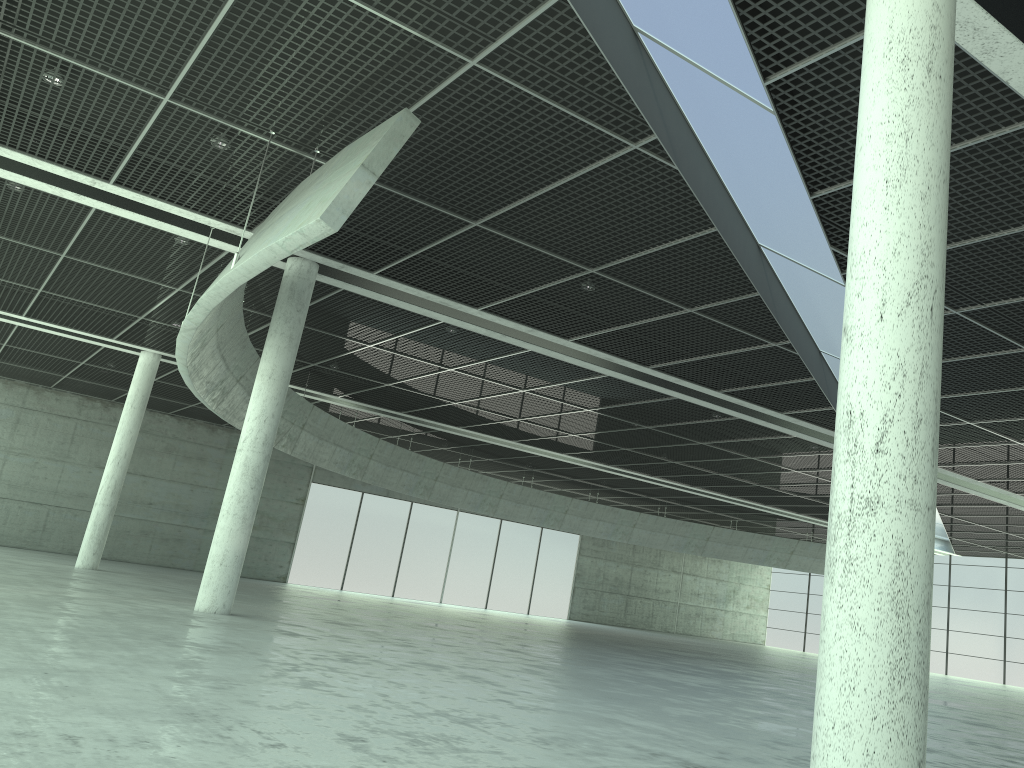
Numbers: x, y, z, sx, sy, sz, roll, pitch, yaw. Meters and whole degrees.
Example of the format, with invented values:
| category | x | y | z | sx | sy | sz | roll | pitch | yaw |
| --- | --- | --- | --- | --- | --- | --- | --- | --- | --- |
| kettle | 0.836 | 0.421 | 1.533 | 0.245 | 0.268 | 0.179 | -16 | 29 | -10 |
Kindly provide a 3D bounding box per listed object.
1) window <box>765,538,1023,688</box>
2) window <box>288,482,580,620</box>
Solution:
| category | x | y | z | sx | sy | sz | roll | pitch | yaw |
| --- | --- | --- | --- | --- | --- | --- | --- | --- | --- |
| window | 21.979 | 11.228 | 52.071 | 100.692 | 16.087 | 99.617 | 18 | -17 | -31 |
| window | -6.492 | 19.901 | 92.007 | 33.497 | 10.666 | 0.159 | 18 | -17 | -32 |
